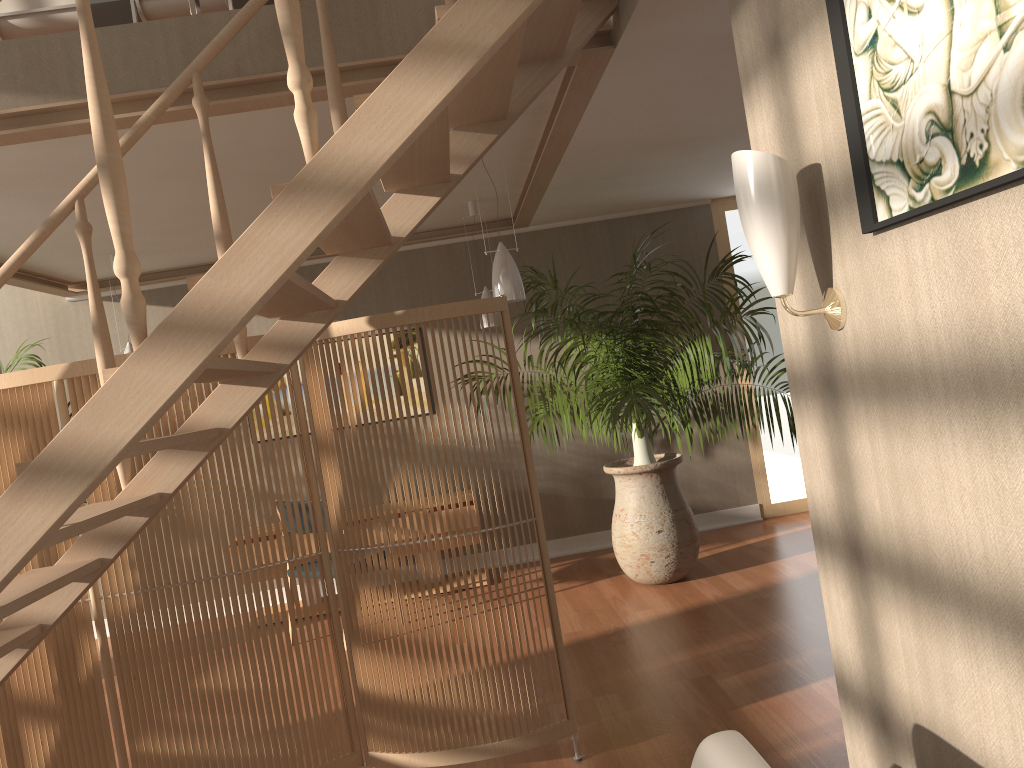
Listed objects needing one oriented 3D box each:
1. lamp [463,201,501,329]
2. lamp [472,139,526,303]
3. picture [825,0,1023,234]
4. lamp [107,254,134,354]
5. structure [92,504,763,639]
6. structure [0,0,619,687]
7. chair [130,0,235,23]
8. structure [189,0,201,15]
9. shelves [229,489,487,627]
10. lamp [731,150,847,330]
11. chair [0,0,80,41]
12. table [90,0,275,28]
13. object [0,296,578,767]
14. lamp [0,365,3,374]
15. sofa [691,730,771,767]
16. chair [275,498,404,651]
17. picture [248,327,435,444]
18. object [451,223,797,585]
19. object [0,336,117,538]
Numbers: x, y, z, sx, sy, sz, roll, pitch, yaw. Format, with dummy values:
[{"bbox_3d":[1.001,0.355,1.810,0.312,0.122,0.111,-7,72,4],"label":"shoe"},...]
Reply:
[{"bbox_3d":[-0.190,-0.753,5.575,0.139,0.800,0.139,-10,1,-29],"label":"lamp"},{"bbox_3d":[-0.073,-0.750,3.822,0.139,0.800,0.139,-9,1,32],"label":"lamp"},{"bbox_3d":[0.598,-0.487,0.697,0.018,0.487,1.531,-9,1,-4],"label":"picture"},{"bbox_3d":[-2.369,-0.395,5.429,0.139,0.800,0.139,-10,1,-29],"label":"lamp"},{"bbox_3d":[1.222,-0.119,2.364,10.775,2.533,8.342,-9,1,-4],"label":"structure"},{"bbox_3d":[-1.064,-0.275,2.335,3.150,3.578,1.000,-9,1,-4],"label":"structure"},{"bbox_3d":[-1.396,-1.571,3.981,0.430,0.796,0.496,-9,1,1],"label":"chair"},{"bbox_3d":[-1.511,-1.611,4.615,3.300,0.900,3.475,-9,1,-4],"label":"structure"},{"bbox_3d":[-0.993,1.171,5.956,1.600,0.590,0.658,-9,1,-4],"label":"shelves"},{"bbox_3d":[0.507,-0.263,1.642,0.153,0.353,0.112,-9,1,-4],"label":"lamp"},{"bbox_3d":[-2.005,-1.471,3.946,0.430,0.796,0.496,-9,1,-4],"label":"chair"},{"bbox_3d":[-1.482,-1.534,4.586,1.800,0.740,0.900,-9,1,-4],"label":"table"},{"bbox_3d":[-0.996,0.636,3.016,2.229,1.542,0.233,-9,1,1],"label":"object"},{"bbox_3d":[-2.251,-0.392,3.675,0.139,0.800,0.139,-9,1,11],"label":"lamp"},{"bbox_3d":[0.175,0.981,0.741,0.905,0.740,1.781,-9,1,-4],"label":"sofa"},{"bbox_3d":[-1.034,1.061,5.267,0.582,0.856,0.509,-9,1,36],"label":"chair"},{"bbox_3d":[-1.257,0.008,6.370,1.317,0.633,0.010,-9,1,-4],"label":"picture"},{"bbox_3d":[0.766,0.255,5.398,2.157,2.304,2.109,-9,1,-15],"label":"object"},{"bbox_3d":[-3.216,0.908,5.151,2.109,2.304,2.157,-9,1,-11],"label":"object"}]
